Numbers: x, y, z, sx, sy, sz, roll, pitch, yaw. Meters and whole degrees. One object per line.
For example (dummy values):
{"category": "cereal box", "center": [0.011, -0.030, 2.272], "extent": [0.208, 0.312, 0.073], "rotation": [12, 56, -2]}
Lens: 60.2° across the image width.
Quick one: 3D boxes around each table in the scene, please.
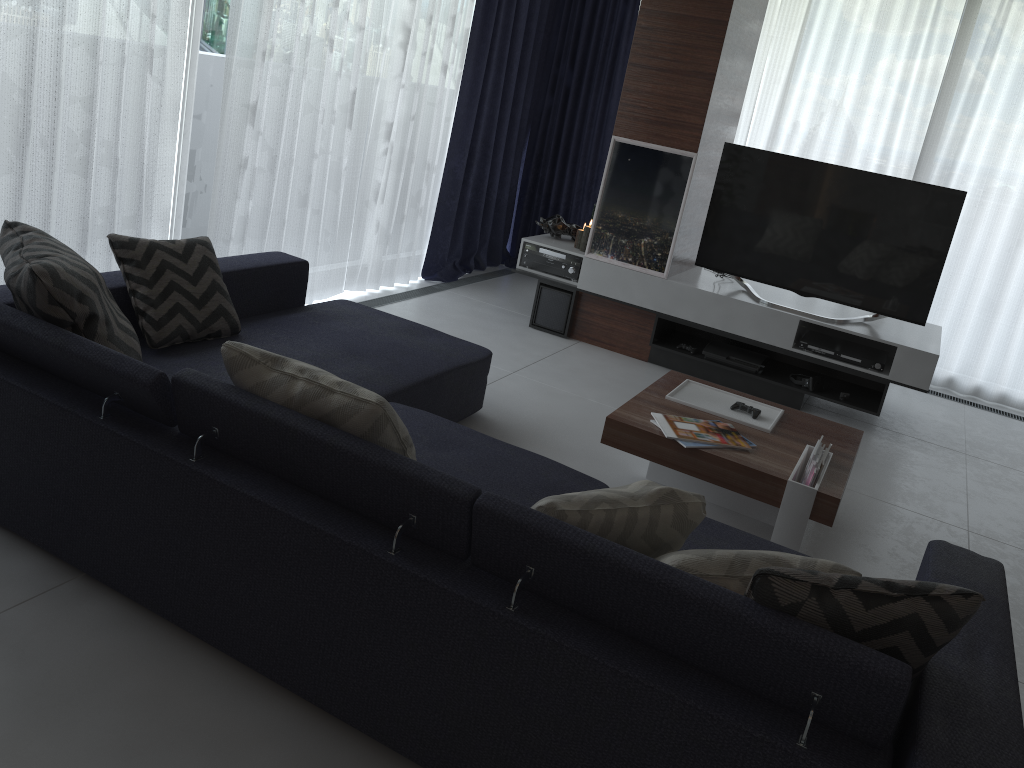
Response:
{"category": "table", "center": [0.826, 0.303, 3.317], "extent": [0.808, 0.345, 0.816], "rotation": [19, 20, 22]}

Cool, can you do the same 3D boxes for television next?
{"category": "television", "center": [1.643, -0.777, 4.713], "extent": [1.242, 0.769, 0.301], "rotation": [19, 17, 23]}

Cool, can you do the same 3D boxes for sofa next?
{"category": "sofa", "center": [-0.101, 0.185, 2.748], "extent": [2.901, 0.595, 1.925], "rotation": [19, 20, 23]}

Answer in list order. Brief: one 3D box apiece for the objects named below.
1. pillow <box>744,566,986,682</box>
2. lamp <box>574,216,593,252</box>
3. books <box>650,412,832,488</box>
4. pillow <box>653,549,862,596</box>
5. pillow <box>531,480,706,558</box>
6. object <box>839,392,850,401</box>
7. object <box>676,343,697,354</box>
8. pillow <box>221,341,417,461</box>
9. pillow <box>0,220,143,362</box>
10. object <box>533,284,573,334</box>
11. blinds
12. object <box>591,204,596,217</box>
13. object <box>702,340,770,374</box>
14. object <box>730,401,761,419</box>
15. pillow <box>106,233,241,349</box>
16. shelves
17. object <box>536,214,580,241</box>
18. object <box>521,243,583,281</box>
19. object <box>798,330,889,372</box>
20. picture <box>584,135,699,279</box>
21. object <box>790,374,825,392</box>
{"category": "pillow", "center": [0.593, 0.485, 1.675], "extent": [0.414, 0.377, 0.227], "rotation": [9, 16, -6]}
{"category": "lamp", "center": [0.441, -0.903, 5.274], "extent": [0.077, 0.206, 0.157], "rotation": [6, 17, -17]}
{"category": "books", "center": [4.493, 1.082, 2.875], "extent": [8.242, 0.365, 0.414], "rotation": [12, 17, 3]}
{"category": "pillow", "center": [0.434, 0.428, 1.861], "extent": [0.415, 0.288, 0.338], "rotation": [7, 17, -13]}
{"category": "pillow", "center": [0.175, 0.339, 1.948], "extent": [0.417, 0.343, 0.287], "rotation": [4, 18, -22]}
{"category": "object", "center": [1.729, 0.065, 4.592], "extent": [0.044, 0.042, 0.044], "rotation": [18, 18, 23]}
{"category": "object", "center": [0.987, -0.202, 4.958], "extent": [0.114, 0.035, 0.071], "rotation": [24, 22, 35]}
{"category": "pillow", "center": [-0.445, 0.114, 2.156], "extent": [0.500, 0.380, 0.347], "rotation": [19, 18, 23]}
{"category": "pillow", "center": [-1.263, -0.156, 2.531], "extent": [0.355, 0.507, 0.612], "rotation": [0, 20, -34]}
{"category": "object", "center": [0.290, -0.466, 5.335], "extent": [0.215, 0.246, 0.257], "rotation": [18, 18, 23]}
{"category": "blinds", "center": [1.032, -0.703, 2.672], "extent": [5.866, 2.712, 7.220], "rotation": [20, 20, 26]}
{"category": "object", "center": [0.588, -1.039, 5.725], "extent": [0.168, 0.224, 0.172], "rotation": [11, 16, 0]}
{"category": "object", "center": [1.252, -0.158, 4.929], "extent": [0.317, 0.066, 0.318], "rotation": [19, 20, 22]}
{"category": "object", "center": [0.903, 0.096, 3.394], "extent": [0.114, 0.035, 0.071], "rotation": [24, 22, 35]}
{"category": "pillow", "center": [-1.154, -0.334, 3.076], "extent": [0.290, 0.337, 0.419], "rotation": [20, 19, 27]}
{"category": "shelves", "center": [1.211, -0.365, 5.234], "extent": [2.373, 0.488, 0.884], "rotation": [19, 19, 23]}
{"category": "object", "center": [0.296, -0.980, 5.507], "extent": [0.310, 0.147, 0.141], "rotation": [5, 18, -18]}
{"category": "object", "center": [0.303, -0.760, 5.400], "extent": [0.373, 0.147, 0.374], "rotation": [19, 20, 22]}
{"category": "object", "center": [1.758, -0.176, 4.680], "extent": [0.434, 0.052, 0.340], "rotation": [19, 20, 23]}
{"category": "picture", "center": [0.712, -0.987, 4.922], "extent": [0.505, 0.685, 0.054], "rotation": [18, 16, 23]}
{"category": "object", "center": [1.572, -0.028, 4.725], "extent": [0.117, 0.077, 0.188], "rotation": [-1, 22, -34]}
